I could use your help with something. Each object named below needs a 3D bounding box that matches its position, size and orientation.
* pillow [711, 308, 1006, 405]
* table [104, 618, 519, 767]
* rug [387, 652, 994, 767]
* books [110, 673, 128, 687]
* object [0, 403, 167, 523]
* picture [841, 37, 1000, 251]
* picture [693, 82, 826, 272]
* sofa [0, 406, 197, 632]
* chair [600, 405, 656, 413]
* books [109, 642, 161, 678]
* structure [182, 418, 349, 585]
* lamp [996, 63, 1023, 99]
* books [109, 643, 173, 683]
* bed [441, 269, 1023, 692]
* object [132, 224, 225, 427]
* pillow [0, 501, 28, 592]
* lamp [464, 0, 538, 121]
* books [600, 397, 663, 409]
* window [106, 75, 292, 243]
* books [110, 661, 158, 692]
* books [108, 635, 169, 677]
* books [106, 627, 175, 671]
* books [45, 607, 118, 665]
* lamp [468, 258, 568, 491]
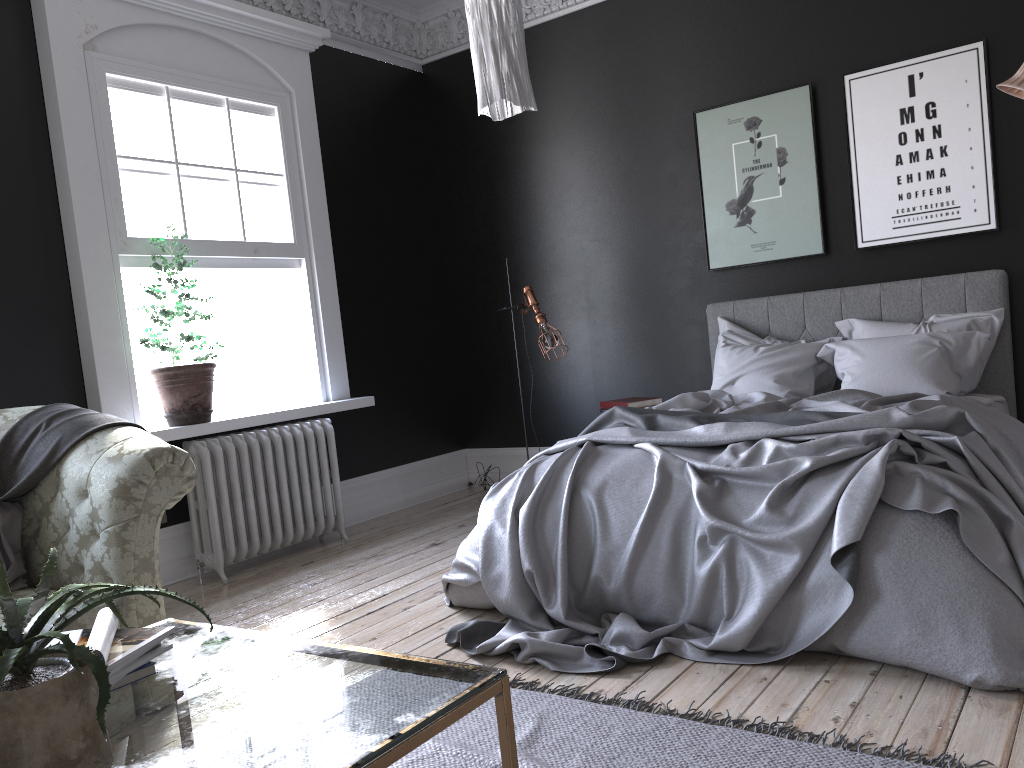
[{"bbox_3d":[1.859,-0.099,5.257,1.831,0.761,0.679,-4,4,35],"label":"pillow"},{"bbox_3d":[-0.834,0.931,1.449,1.093,0.559,1.446,-4,4,35],"label":"table"},{"bbox_3d":[-0.656,1.181,1.419,2.107,0.050,3.638,-4,3,36],"label":"rug"},{"bbox_3d":[-0.924,0.612,1.790,0.252,0.011,0.318,-6,3,2],"label":"books"},{"bbox_3d":[-2.152,0.408,3.612,1.367,0.586,0.516,-6,3,-6],"label":"object"},{"bbox_3d":[2.396,-1.386,5.242,0.792,1.080,0.014,-4,5,35],"label":"picture"},{"bbox_3d":[1.605,-1.328,5.800,0.792,1.080,0.014,-4,5,35],"label":"picture"},{"bbox_3d":[-2.585,0.784,2.789,1.607,1.162,2.808,-4,4,36],"label":"sofa"},{"bbox_3d":[0.826,0.484,5.966,0.613,0.674,0.613,-7,3,-11],"label":"chair"},{"bbox_3d":[-0.917,0.588,1.815,0.252,0.011,0.318,-6,3,7],"label":"books"},{"bbox_3d":[-1.498,0.693,5.484,0.276,0.849,1.139,-4,4,35],"label":"structure"},{"bbox_3d":[2.992,-0.550,4.198,0.772,2.414,0.986,-8,4,-22],"label":"lamp"},{"bbox_3d":[-0.908,0.597,1.829,0.253,0.011,0.318,-5,3,17],"label":"books"},{"bbox_3d":[1.201,0.201,4.397,2.767,1.300,3.277,-5,3,24],"label":"bed"},{"bbox_3d":[-1.915,-0.330,5.092,0.474,1.135,0.505,-7,4,-15],"label":"object"},{"bbox_3d":[-2.263,0.621,3.176,0.405,0.462,0.962,-3,4,43],"label":"pillow"},{"bbox_3d":[-0.132,-1.805,2.540,0.783,2.051,0.781,-7,4,-11],"label":"lamp"},{"bbox_3d":[0.797,0.127,5.934,0.275,0.045,0.346,-7,3,-25],"label":"books"},{"bbox_3d":[-1.893,-1.299,5.464,0.056,1.018,1.260,-3,4,35],"label":"window"},{"bbox_3d":[-0.889,0.622,1.848,0.162,0.023,0.231,-4,3,36],"label":"books"},{"bbox_3d":[-0.902,0.576,1.824,0.252,0.011,0.318,-6,3,7],"label":"books"},{"bbox_3d":[-0.898,0.564,1.830,0.252,0.011,0.318,-6,3,12],"label":"books"},{"bbox_3d":[-0.937,0.558,1.759,0.272,0.109,0.322,-7,3,-20],"label":"books"},{"bbox_3d":[-0.011,-0.023,6.664,0.437,1.781,1.717,-7,4,-17],"label":"lamp"}]
